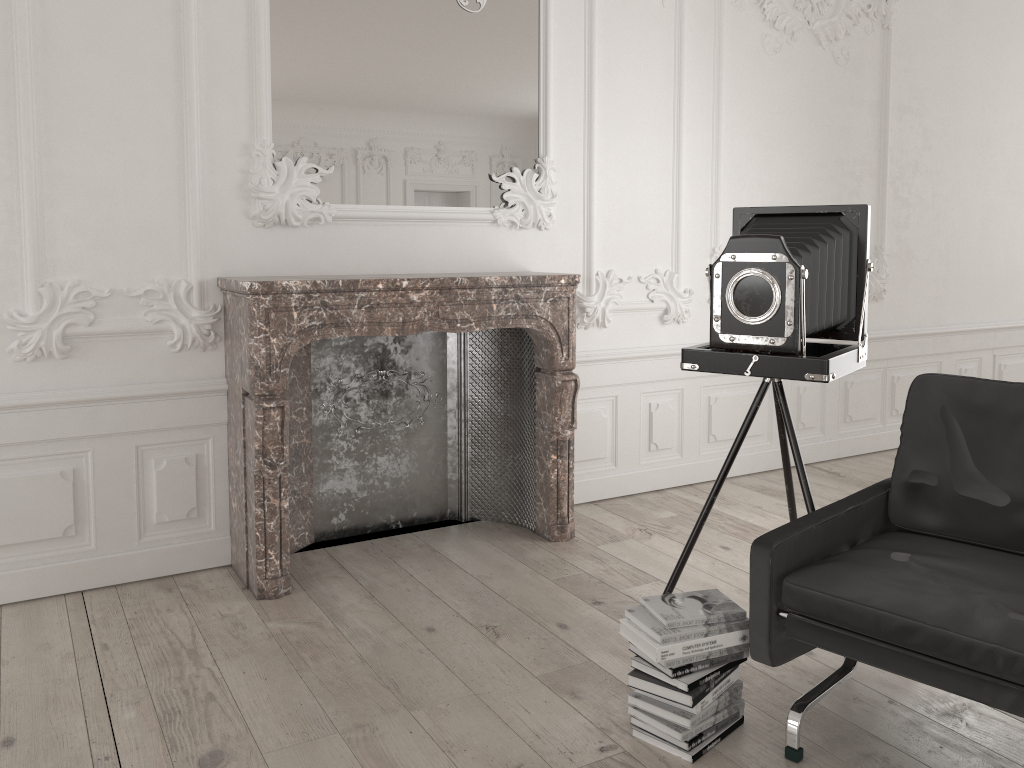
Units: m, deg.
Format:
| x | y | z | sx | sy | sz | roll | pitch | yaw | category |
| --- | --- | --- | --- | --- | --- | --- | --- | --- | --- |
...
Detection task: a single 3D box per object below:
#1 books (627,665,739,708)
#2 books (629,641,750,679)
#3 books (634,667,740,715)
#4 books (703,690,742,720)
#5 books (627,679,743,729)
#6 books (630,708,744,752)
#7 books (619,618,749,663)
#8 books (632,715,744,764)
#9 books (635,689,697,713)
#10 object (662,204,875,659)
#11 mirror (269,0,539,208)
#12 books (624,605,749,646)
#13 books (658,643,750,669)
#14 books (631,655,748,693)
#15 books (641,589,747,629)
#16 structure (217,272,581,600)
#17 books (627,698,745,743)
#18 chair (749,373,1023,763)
| x | y | z | sx | sy | sz | roll | pitch | yaw | category |
| --- | --- | --- | --- | --- | --- | --- | --- | --- | --- |
| 0.490 | 0.812 | 2.510 | 0.199 | 0.034 | 0.301 | 7 | 11 | 37 | books |
| 0.501 | 0.753 | 2.512 | 0.274 | 0.025 | 0.200 | -5 | 10 | -28 | books |
| 0.503 | 0.845 | 2.531 | 0.199 | 0.034 | 0.260 | 7 | 11 | 39 | books |
| 0.516 | 0.896 | 2.534 | 0.244 | 0.022 | 0.173 | -8 | 12 | -41 | books |
| 0.496 | 0.878 | 2.521 | 0.206 | 0.026 | 0.291 | 8 | 12 | 42 | books |
| 0.501 | 0.947 | 2.527 | 0.275 | 0.025 | 0.200 | -9 | 12 | -43 | books |
| 0.487 | 0.697 | 2.496 | 0.311 | 0.041 | 0.200 | -4 | 10 | -23 | books |
| 0.504 | 0.974 | 2.522 | 0.199 | 0.025 | 0.278 | 8 | 12 | 43 | books |
| 0.503 | 0.845 | 2.531 | 0.194 | 0.030 | 0.254 | 7 | 11 | 39 | books |
| 0.986 | 0.106 | 3.248 | 0.713 | 1.512 | 0.658 | 4 | 6 | 35 | object |
| -0.452 | -1.540 | 4.082 | 1.438 | 1.561 | 0.009 | -4 | 6 | -30 | mirror |
| 0.493 | 0.663 | 2.502 | 0.290 | 0.026 | 0.207 | -4 | 10 | -22 | books |
| 0.497 | 0.728 | 2.510 | 0.280 | 0.025 | 0.200 | -4 | 10 | -23 | books |
| 0.504 | 0.781 | 2.507 | 0.278 | 0.025 | 0.200 | -8 | 12 | -41 | books |
| 0.513 | 0.636 | 2.512 | 0.243 | 0.022 | 0.173 | -2 | 9 | -15 | books |
| -0.483 | 0.133 | 3.990 | 1.547 | 1.239 | 0.663 | -4 | 7 | -30 | structure |
| 0.497 | 0.922 | 2.525 | 0.281 | 0.025 | 0.200 | -7 | 12 | -39 | books |
| 1.350 | 0.517 | 2.419 | 1.092 | 0.956 | 0.978 | -7 | 10 | -44 | chair |
